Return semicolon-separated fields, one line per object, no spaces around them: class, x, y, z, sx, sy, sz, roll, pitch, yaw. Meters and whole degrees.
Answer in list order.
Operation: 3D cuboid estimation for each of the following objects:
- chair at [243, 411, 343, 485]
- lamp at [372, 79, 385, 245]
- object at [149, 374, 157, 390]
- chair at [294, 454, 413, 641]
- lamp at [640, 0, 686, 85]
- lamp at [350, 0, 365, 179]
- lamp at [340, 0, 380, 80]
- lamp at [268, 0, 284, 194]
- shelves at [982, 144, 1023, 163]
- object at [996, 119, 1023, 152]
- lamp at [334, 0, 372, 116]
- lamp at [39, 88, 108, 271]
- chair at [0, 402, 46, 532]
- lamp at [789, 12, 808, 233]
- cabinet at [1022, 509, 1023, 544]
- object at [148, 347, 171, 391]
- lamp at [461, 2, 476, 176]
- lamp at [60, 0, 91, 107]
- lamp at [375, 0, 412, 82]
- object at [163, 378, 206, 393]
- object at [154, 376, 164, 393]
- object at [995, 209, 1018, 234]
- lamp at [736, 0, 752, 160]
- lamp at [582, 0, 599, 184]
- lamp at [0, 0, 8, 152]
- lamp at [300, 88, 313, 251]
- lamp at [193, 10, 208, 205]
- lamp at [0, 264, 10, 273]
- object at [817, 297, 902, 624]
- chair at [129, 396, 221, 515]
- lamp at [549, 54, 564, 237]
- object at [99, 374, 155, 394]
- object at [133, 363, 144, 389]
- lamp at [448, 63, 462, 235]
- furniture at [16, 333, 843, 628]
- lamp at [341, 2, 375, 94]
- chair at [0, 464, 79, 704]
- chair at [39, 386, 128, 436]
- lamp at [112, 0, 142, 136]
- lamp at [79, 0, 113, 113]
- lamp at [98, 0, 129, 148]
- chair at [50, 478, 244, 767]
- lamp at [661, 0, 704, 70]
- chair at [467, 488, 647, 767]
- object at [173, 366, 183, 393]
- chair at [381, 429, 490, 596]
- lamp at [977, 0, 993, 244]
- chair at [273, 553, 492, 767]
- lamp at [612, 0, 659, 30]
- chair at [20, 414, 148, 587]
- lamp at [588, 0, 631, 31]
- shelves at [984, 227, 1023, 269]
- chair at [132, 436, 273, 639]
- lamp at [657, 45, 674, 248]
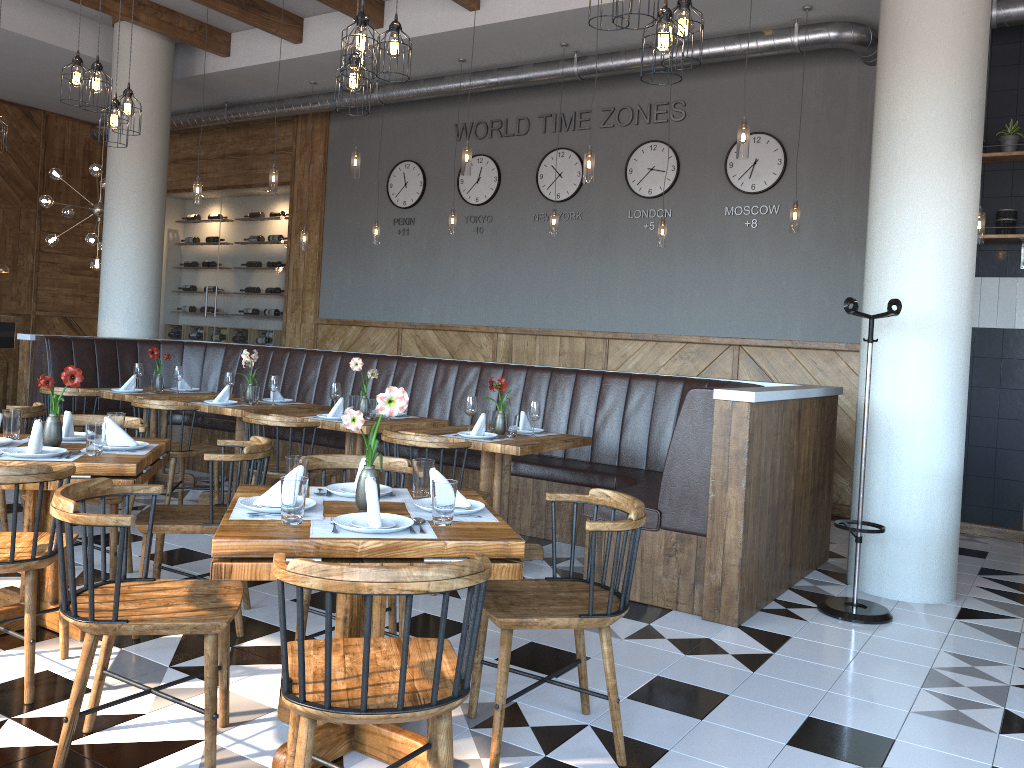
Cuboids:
chair;-1.370;0.583;5.422;0.520;0.817;0.549;4;1;32
lamp;-1.374;-2.443;9.277;0.078;1.963;0.078;3;0;18
object;-2.935;-0.016;7.264;0.080;0.132;0.080;4;1;32
chair;-0.620;0.719;3.463;0.519;0.817;0.550;3;1;-13
lamp;0.685;-2.311;3.710;0.175;2.070;0.175;3;0;-40
lamp;-1.273;-2.717;7.480;0.078;1.963;0.078;3;0;-23
lamp;-0.693;-2.550;4.341;0.175;2.070;0.175;3;0;-30
lamp;-2.109;-2.705;8.012;0.078;1.963;0.078;3;0;18
shelves;3.617;-1.701;7.002;0.905;0.297;0.247;5;2;33
object;3.848;-1.906;6.858;0.173;0.268;0.189;2;1;-40
lamp;-0.765;-2.434;4.554;0.175;2.070;0.175;3;0;3
lamp;-4.885;-2.439;10.543;1.186;2.191;1.162;3;1;-6
chair;-2.932;0.517;4.942;0.549;0.817;0.520;3;1;-12
lamp;2.269;-2.167;6.948;0.078;1.963;0.078;3;0;8
cabinet;7.023;0.844;6.320;6.001;1.164;3.026;5;3;32
object;-2.862;-0.118;7.141;0.171;0.355;0.156;4;1;26
lamp;-0.301;-2.598;6.858;0.078;1.963;0.078;3;0;-39
lamp;-2.739;-2.831;5.671;0.175;2.070;0.175;3;0;16
lamp;-0.574;-2.661;4.701;0.175;2.070;0.175;3;0;3
object;-2.710;-0.010;7.353;0.352;0.137;0.272;5;3;33
object;-2.805;0.002;7.031;0.080;0.132;0.080;4;1;17
object;3.826;-1.242;6.859;0.142;0.201;0.143;4;1;23
lamp;1.534;-2.429;5.683;0.078;1.963;0.078;3;0;8
lamp;0.595;-2.405;6.281;0.078;1.963;0.078;3;0;-17
lamp;-3.999;-2.862;6.923;0.175;2.070;0.175;4;0;43
lamp;-2.261;-2.462;9.843;0.078;1.963;0.078;3;0;-26
lamp;-2.997;-2.725;8.579;0.078;1.963;0.078;3;0;-26
lamp;-4.780;-0.736;8.093;0.170;0.756;0.445;3;1;8
object;1.852;0.381;4.665;0.375;1.658;0.374;3;0;10
chair;-2.297;0.502;6.015;0.520;0.817;0.549;4;1;32
lamp;0.434;-2.336;8.122;0.078;1.963;0.078;4;0;40
object;-3.000;-0.006;6.915;0.352;0.137;0.272;5;3;33
object;-3.033;-0.060;7.185;0.081;0.215;0.081;4;1;24
lamp;-0.537;-2.455;8.744;0.078;1.963;0.078;3;0;-23
furniture;-1.115;0.362;6.861;6.596;1.150;1.917;5;3;33
lamp;-0.775;-2.619;4.767;0.175;2.070;0.175;3;0;-8
chair;-1.858;0.663;3.172;0.519;0.817;0.550;3;1;-13
chair;-3.224;0.420;6.609;0.520;0.817;0.549;4;1;32
lamp;-2.555;-2.736;5.998;0.175;2.070;0.175;3;0;-18
lamp;-2.563;-2.759;5.564;0.175;2.070;0.175;3;0;5
lamp;-2.546;-2.594;5.778;0.175;2.070;0.175;3;0;16
chair;-1.111;0.728;2.695;0.549;0.817;0.520;3;1;-12
lamp;0.804;-2.444;3.900;0.175;2.070;0.175;3;0;17
chair;0.146;0.787;2.972;0.549;0.817;0.520;3;1;-12
object;-2.672;-0.035;7.084;0.081;0.215;0.081;3;1;-27
chair;-0.443;0.664;4.829;0.520;0.817;0.549;4;1;32
lamp;3.346;-1.971;6.255;0.078;1.963;0.078;3;0;-26
chair;-0.344;0.795;2.204;0.519;0.817;0.550;3;1;-13
lamp;0.551;-2.485;3.549;0.175;2.070;0.175;4;0;39
chair;-2.135;0.587;4.432;0.519;0.817;0.550;3;1;-13
lamp;0.469;-2.555;3.738;0.175;2.070;0.175;3;0;-40
shelves;3.581;-1.073;7.005;0.905;0.297;0.247;5;2;33
chair;-1.368;0.654;3.941;0.549;0.817;0.520;3;1;-12
lamp;1.330;-2.143;7.545;0.078;1.963;0.078;3;0;-17
